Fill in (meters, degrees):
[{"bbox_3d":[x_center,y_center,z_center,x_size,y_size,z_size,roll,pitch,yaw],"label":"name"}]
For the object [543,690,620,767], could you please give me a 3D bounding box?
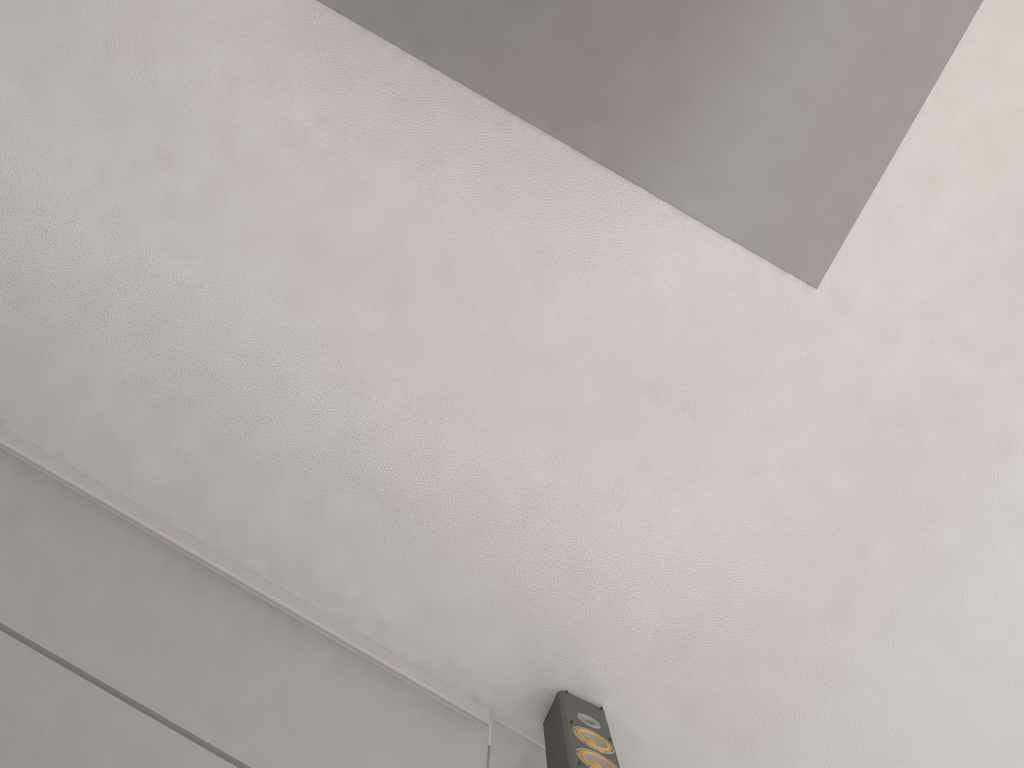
[{"bbox_3d":[0.187,0.987,2.288,0.152,0.706,0.124,25,90,0],"label":"object"}]
